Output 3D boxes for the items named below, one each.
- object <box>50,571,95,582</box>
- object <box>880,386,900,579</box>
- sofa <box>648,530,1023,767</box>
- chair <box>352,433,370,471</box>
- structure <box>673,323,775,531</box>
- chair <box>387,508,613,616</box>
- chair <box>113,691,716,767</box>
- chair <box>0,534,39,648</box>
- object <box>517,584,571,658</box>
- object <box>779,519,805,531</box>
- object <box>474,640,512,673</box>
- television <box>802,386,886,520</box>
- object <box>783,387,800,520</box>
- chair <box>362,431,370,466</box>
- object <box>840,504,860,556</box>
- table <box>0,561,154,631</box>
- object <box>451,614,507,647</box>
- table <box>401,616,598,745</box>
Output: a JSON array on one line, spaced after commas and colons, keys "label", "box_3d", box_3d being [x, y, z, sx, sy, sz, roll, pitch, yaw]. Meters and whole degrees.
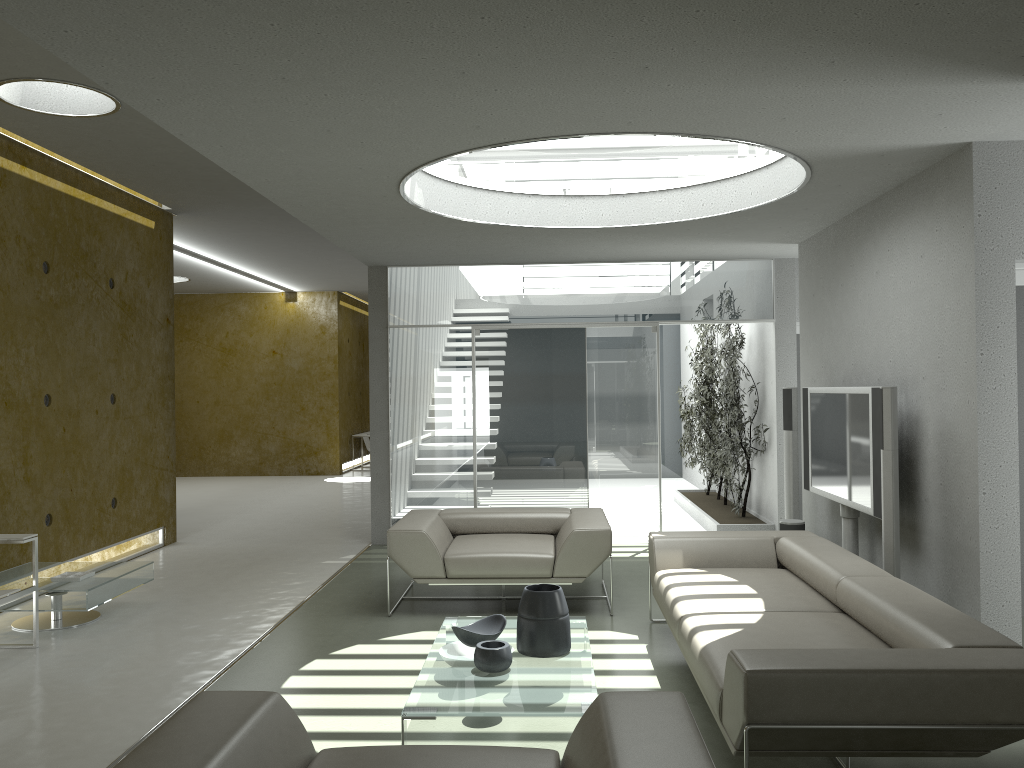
[{"label": "object", "box_3d": [-2.829, 1.243, 5.717, 0.197, 0.029, 0.189, -1, 0, 2]}, {"label": "object", "box_3d": [2.076, 0.748, 4.857, 0.310, 1.469, 0.310, -1, 0, -21]}, {"label": "sofa", "box_3d": [1.302, 1.196, 4.200, 1.037, 0.585, 2.791, -1, 0, 2]}, {"label": "chair", "box_3d": [-2.641, 1.302, 17.108, 0.710, 0.667, 0.800, -1, 0, 2]}, {"label": "structure", "box_3d": [2.280, 0.224, 10.186, 0.646, 2.589, 3.371, -1, 0, 2]}, {"label": "chair", "box_3d": [-0.062, 1.232, 6.286, 1.481, 0.583, 1.039, -1, 0, 2]}, {"label": "chair", "box_3d": [-0.240, 1.205, 2.190, 1.481, 0.583, 1.039, -1, 0, 2]}, {"label": "chair", "box_3d": [-3.172, 1.222, 4.861, 0.710, 0.667, 0.800, -1, 0, 2]}, {"label": "object", "box_3d": [0.154, 1.151, 4.339, 0.265, 0.309, 0.265, -1, 0, -15]}, {"label": "object", "box_3d": [2.117, 1.265, 6.704, 0.175, 0.461, 0.185, -1, 0, -3]}, {"label": "object", "box_3d": [-0.087, 1.251, 4.065, 0.177, 0.113, 0.177, -1, 0, -17]}, {"label": "television", "box_3d": [2.243, 0.410, 5.945, 0.127, 0.781, 1.603, -1, 0, 2]}, {"label": "object", "box_3d": [2.240, 0.762, 7.091, 0.310, 1.469, 0.310, -1, 0, 29]}, {"label": "chair", "box_3d": [-2.604, 1.307, 17.963, 0.710, 0.667, 0.800, -1, 0, 2]}, {"label": "object", "box_3d": [2.199, 1.145, 5.942, 0.323, 0.689, 0.882, -1, 0, 2]}, {"label": "table", "box_3d": [-3.005, 1.411, 5.854, 0.900, 0.300, 0.900, -1, 0, 2]}, {"label": "object", "box_3d": [-0.164, 1.249, 4.453, 0.223, 0.125, 0.317, -1, -1, 39]}, {"label": "table", "box_3d": [-0.012, 1.408, 4.260, 0.790, 0.200, 1.500, -1, 0, 2]}]
